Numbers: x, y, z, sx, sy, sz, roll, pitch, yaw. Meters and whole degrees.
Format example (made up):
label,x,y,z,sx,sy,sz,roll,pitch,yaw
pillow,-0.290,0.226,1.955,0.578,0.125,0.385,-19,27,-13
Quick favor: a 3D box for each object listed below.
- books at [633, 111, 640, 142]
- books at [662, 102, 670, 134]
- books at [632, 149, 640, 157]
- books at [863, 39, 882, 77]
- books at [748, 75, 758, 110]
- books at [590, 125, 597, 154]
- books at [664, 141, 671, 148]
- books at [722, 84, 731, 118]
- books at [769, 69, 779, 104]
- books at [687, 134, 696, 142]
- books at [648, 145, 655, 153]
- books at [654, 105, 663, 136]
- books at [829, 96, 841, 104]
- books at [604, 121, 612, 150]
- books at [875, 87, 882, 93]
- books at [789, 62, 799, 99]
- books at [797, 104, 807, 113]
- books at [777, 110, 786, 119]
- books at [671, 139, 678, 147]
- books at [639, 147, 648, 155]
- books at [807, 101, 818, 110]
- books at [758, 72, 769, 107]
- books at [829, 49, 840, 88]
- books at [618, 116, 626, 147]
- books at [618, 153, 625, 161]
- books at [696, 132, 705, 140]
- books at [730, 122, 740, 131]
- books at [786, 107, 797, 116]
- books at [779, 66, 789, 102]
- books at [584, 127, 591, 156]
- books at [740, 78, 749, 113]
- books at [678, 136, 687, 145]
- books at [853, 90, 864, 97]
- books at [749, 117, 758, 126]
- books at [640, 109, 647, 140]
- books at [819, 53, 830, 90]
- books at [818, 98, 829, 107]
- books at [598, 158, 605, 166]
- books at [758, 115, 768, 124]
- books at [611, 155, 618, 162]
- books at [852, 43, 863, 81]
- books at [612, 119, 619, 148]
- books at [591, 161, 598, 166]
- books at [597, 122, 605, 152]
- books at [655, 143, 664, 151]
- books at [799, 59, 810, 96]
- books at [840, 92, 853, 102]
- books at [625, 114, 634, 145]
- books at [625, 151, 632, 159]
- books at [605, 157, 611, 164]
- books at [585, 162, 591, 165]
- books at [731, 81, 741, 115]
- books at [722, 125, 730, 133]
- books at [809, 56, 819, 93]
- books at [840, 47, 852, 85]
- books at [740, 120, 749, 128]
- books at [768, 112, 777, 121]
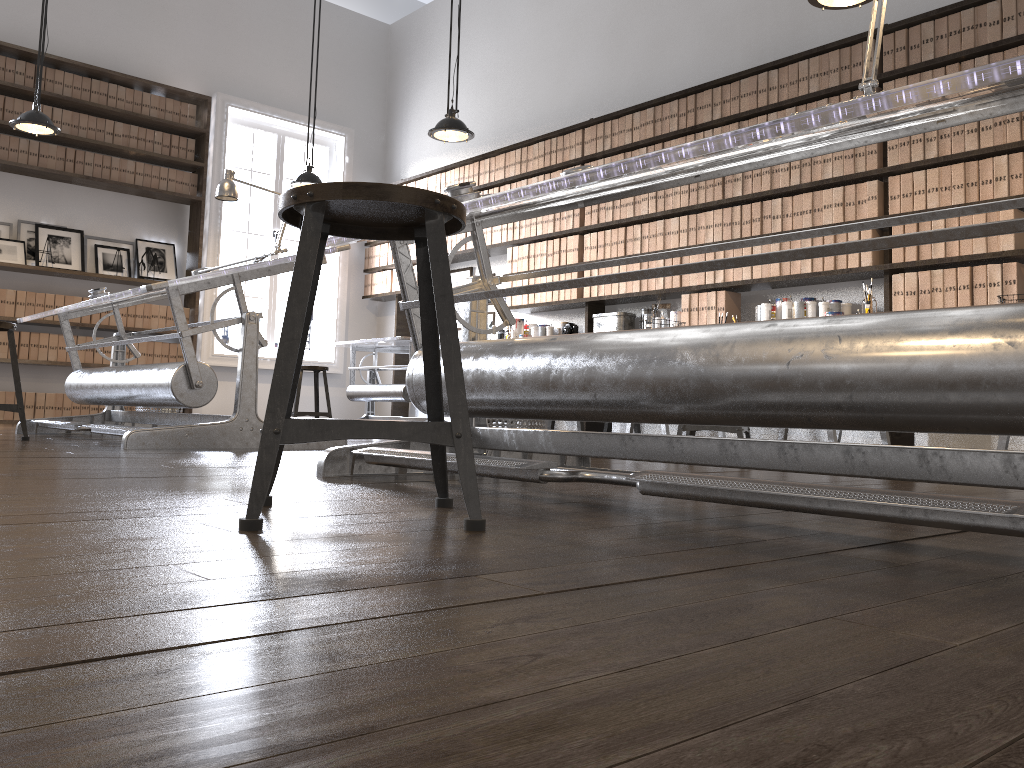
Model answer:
label,x,y,z,sx,sy,sz,roll,pitch,yaw
books,0.964,-1.848,6.449,0.174,0.226,0.066,5,-6,-41
books,1.143,-1.850,6.250,0.174,0.226,0.066,5,-6,-41
books,0.954,-1.571,6.432,0.174,0.226,0.066,5,-6,-41
books,2.110,-1.862,5.142,0.174,0.226,0.066,5,-6,-41
books,1.604,-1.856,5.715,0.174,0.227,0.067,5,-6,-41
books,0.680,-1.845,6.768,0.174,0.227,0.067,5,-6,-41
books,1.146,-1.573,6.214,0.174,0.226,0.066,5,-6,-41
books,1.473,-1.854,5.876,0.174,0.226,0.066,5,-6,-41
books,1.702,-1.857,5.609,0.174,0.226,0.066,5,-6,-41
books,1.273,-1.575,6.059,0.174,0.226,0.066,5,-6,-41
books,1.048,-1.572,6.326,0.174,0.226,0.066,5,-6,-41
books,1.096,-1.850,6.303,0.174,0.226,0.066,5,-6,-41
books,1.965,-1.583,5.281,0.174,0.226,0.066,5,-6,-41
books,0.778,-1.846,6.661,0.174,0.226,0.066,5,-6,-41
books,2.111,-1.585,5.111,0.174,0.226,0.066,5,-6,-41
books,1.796,-1.858,5.506,0.174,0.226,0.066,5,-6,-41
books,1.824,-1.581,5.441,0.174,0.226,0.066,5,-6,-41
books,1.734,-1.580,5.541,0.174,0.226,0.066,5,-6,-41
books,1.187,-1.574,6.163,0.174,0.226,0.066,5,-6,-41
books,0.997,-1.572,6.376,0.174,0.226,0.066,5,-6,-41
books,1.871,-1.582,5.387,0.174,0.226,0.066,5,-6,-41
books,1.652,-1.857,5.661,0.174,0.226,0.066,5,-6,-41
books,1.971,-1.860,5.298,0.174,0.227,0.067,5,-6,-41
books,0.872,-1.847,6.558,0.174,0.226,0.066,5,-6,-41
books,0.858,-1.570,6.532,0.174,0.227,0.067,5,-6,-41
books,1.323,-1.576,6.006,0.174,0.226,0.066,5,-6,-41
books,1.503,-1.578,5.797,0.174,0.227,0.067,5,-6,-41
books,1.775,-1.581,5.487,0.174,0.227,0.067,5,-6,-41
books,1.751,-1.857,5.559,0.174,0.226,0.066,5,-6,-41
books,0.642,-1.845,6.818,0.174,0.226,0.066,5,-6,-41
books,1.566,-1.856,5.766,0.174,0.226,0.066,5,-6,-41
books,1.225,-1.575,6.113,0.174,0.227,0.067,5,-6,-41
books,2.063,-1.584,5.169,0.174,0.226,0.066,5,-6,-41
books,1.599,-1.579,5.695,0.174,0.226,0.066,5,-6,-41
books,1.007,-1.849,6.403,0.174,0.226,0.066,5,-6,-41
books,1.931,-1.860,5.351,0.174,0.226,0.066,5,-6,-41
books,1.914,-1.583,5.332,0.174,0.226,0.066,5,-6,-41
books,0.726,-1.569,6.685,0.174,0.227,0.067,5,-6,-41
books,1.643,-1.579,5.640,0.174,0.227,0.067,5,-6,-41
books,0.817,-1.570,6.585,0.174,0.226,0.066,5,-6,-41
books,2.067,-1.861,5.198,0.174,0.226,0.066,5,-6,-41
books,0.827,-1.847,6.612,0.174,0.226,0.066,5,-6,-41
books,0.682,-1.568,6.740,0.174,0.226,0.066,5,-6,-41
books,0.728,-1.846,6.714,0.174,0.226,0.066,5,-6,-41
books,1.093,-1.573,6.266,0.174,0.227,0.067,5,-6,-41
books,1.839,-1.859,5.450,0.174,0.227,0.067,5,-6,-41
books,2.010,-1.584,5.221,0.174,0.227,0.067,5,-6,-41
books,0.915,-1.848,6.503,0.174,0.227,0.067,5,-6,-41
books,0.907,-1.571,6.485,0.174,0.226,0.066,5,-6,-41
books,0.775,-1.569,6.631,0.174,0.226,0.066,5,-6,-41
books,0.638,-1.567,6.793,0.174,0.226,0.066,5,-6,-41
books,1.517,-1.855,5.823,0.174,0.226,0.066,5,-6,-41
books,1.463,-1.577,5.850,0.174,0.226,0.066,5,-6,-41
books,1.888,-1.859,5.397,0.174,0.226,0.066,5,-6,-41
books,2.020,-1.861,5.251,0.174,0.226,0.066,5,-6,-41
books,1.555,-1.578,5.749,0.174,0.226,0.066,5,-6,-41
books,1.692,-1.580,5.587,0.174,0.226,0.066,5,-6,-41
